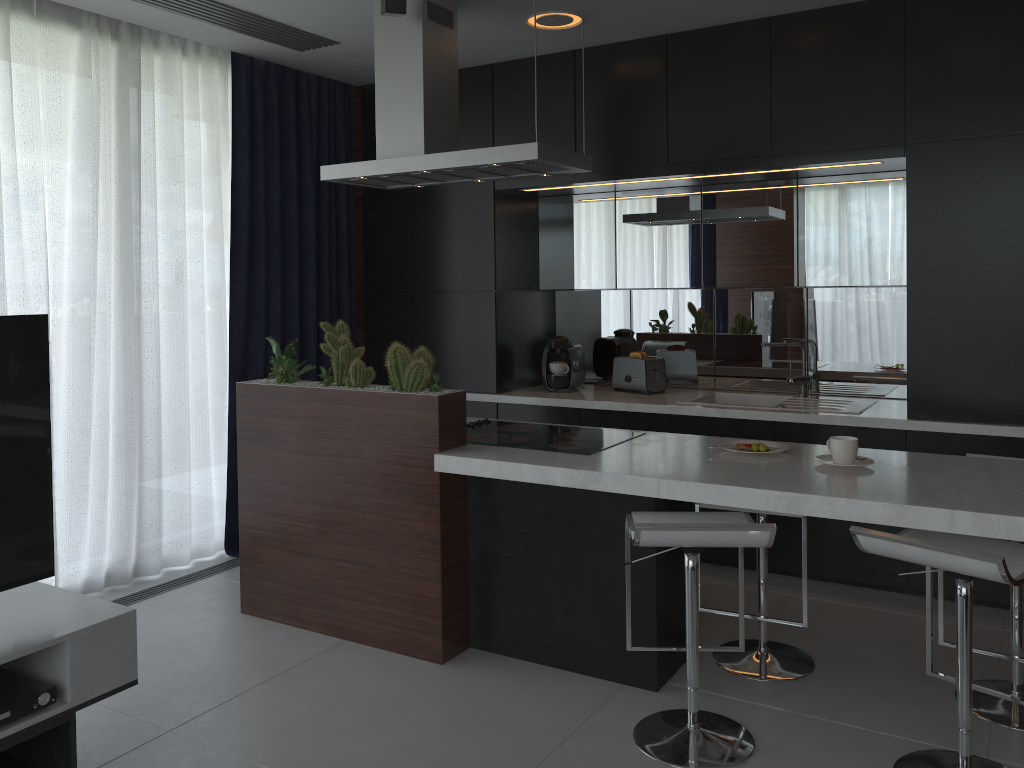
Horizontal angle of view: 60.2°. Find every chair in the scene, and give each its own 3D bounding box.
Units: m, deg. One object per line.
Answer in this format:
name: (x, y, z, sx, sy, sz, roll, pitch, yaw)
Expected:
chair: (0.915, 0.612, 3.172, 0.396, 0.738, 0.465, 0, 3, 27)
chair: (1.172, 0.717, 2.333, 0.465, 0.707, 0.397, -3, 3, -41)
chair: (0.520, 0.699, 2.578, 0.396, 0.707, 0.465, -1, 3, 4)
chair: (1.619, 0.643, 2.804, 0.396, 0.738, 0.465, 1, 3, 37)

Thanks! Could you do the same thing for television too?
television: (-1.571, 0.267, 1.848, 0.298, 0.783, 1.236, 0, 5, 31)

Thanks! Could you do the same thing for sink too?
sink: (1.305, 0.053, 4.341, 0.854, 0.491, 0.505, 2, 5, 31)

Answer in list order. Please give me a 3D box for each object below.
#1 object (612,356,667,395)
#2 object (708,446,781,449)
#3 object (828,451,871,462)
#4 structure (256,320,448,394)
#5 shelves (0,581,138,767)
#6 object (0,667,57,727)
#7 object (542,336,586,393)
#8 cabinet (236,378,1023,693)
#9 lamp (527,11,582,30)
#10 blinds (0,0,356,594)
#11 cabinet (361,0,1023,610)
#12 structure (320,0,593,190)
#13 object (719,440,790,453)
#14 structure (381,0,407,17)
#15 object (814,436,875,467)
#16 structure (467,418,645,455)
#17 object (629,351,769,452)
object: (0.683, -0.050, 4.784, 0.176, 0.194, 0.261, -4, 5, -38)
object: (0.803, 0.220, 3.056, 0.248, 0.008, 0.026, -1, 6, 0)
object: (1.096, 0.239, 2.880, 0.036, 0.012, 0.166, -5, 7, -33)
structure: (-0.663, -0.111, 3.462, 1.001, 0.285, 0.223, 3, 5, 34)
shelves: (-1.976, 0.947, 1.574, 0.873, 0.497, 2.360, 2, 7, 31)
object: (-1.368, 0.780, 2.065, 0.336, 0.053, 0.432, 3, 7, 31)
object: (0.287, -0.118, 4.924, 0.215, 0.311, 0.270, 0, 4, 16)
cabinet: (0.447, -0.279, 3.112, 3.337, 2.544, 0.788, 2, 3, 31)
lamp: (1.721, -1.590, 3.599, 5.345, 0.084, 9.637, 1, 7, 17)
blinds: (0.313, -0.150, 0.979, 7.143, 2.762, 5.823, 3, 7, 35)
cabinet: (0.769, -0.455, 4.648, 3.481, 2.546, 0.707, 2, 3, 31)
structure: (-0.245, -1.225, 3.604, 1.045, 0.757, 0.448, 2, 4, 31)
object: (0.845, 0.226, 3.085, 0.238, 0.019, 0.240, 0, 6, 3)
structure: (-0.462, -1.508, 3.452, 0.084, 0.142, 0.115, -2, 3, -19)
object: (1.064, 0.217, 2.830, 0.182, 0.086, 0.183, 0, 5, 8)
structure: (0.071, 0.212, 3.460, 0.764, 0.057, 0.506, 3, 7, 31)
object: (0.768, 0.029, 3.915, 0.140, 0.220, 1.888, -1, 6, -4)
